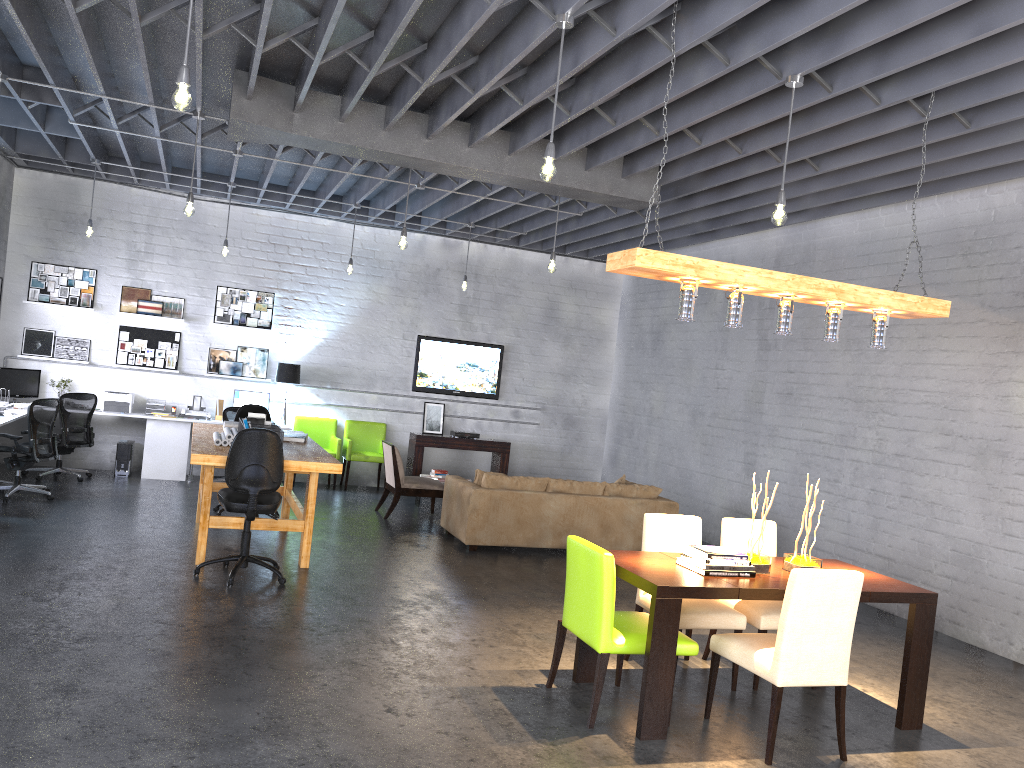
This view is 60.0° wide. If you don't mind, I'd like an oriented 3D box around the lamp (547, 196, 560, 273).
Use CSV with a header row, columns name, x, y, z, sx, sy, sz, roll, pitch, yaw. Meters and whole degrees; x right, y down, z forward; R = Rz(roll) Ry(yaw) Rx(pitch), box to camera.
name,x,y,z,sx,sy,sz,roll,pitch,yaw
lamp,0.431,-1.520,8.649,0.104,0.878,0.104,7,1,24

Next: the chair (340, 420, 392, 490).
name,x,y,z,sx,sy,sz,roll,pitch,yaw
chair,-2.027,0.993,12.296,0.611,0.921,0.515,6,1,-20

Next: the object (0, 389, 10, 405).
name,x,y,z,sx,sy,sz,roll,pitch,yaw
object,-5.866,0.153,10.009,0.324,0.208,0.232,6,1,-20

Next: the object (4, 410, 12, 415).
name,x,y,z,sx,sy,sz,roll,pitch,yaw
object,-5.202,0.300,9.162,0.062,0.049,0.078,7,1,41

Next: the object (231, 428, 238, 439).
name,x,y,z,sx,sy,sz,roll,pitch,yaw
object,-2.361,0.427,7.565,0.057,0.057,0.635,6,0,-20

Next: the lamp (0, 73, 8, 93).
name,x,y,z,sx,sy,sz,roll,pitch,yaw
lamp,-4.088,-2.007,7.022,0.104,0.878,0.104,6,1,-20

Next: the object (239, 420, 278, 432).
name,x,y,z,sx,sy,sz,roll,pitch,yaw
object,-2.301,0.432,8.043,0.317,0.156,0.306,6,0,-20

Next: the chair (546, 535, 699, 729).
name,x,y,z,sx,sy,sz,roll,pitch,yaw
chair,0.607,1.326,4.854,0.609,0.909,0.636,6,1,-20

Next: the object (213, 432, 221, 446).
name,x,y,z,sx,sy,sz,roll,pitch,yaw
object,-2.501,0.461,7.518,0.057,0.058,0.635,6,0,-20

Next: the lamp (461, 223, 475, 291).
name,x,y,z,sx,sy,sz,roll,pitch,yaw
lamp,-0.577,-1.641,11.499,0.104,0.878,0.104,7,1,24

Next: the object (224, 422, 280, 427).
name,x,y,z,sx,sy,sz,roll,pitch,yaw
object,-2.509,0.412,8.566,0.520,0.047,0.046,6,1,-20

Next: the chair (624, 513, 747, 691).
name,x,y,z,sx,sy,sz,roll,pitch,yaw
chair,1.089,1.339,5.532,0.491,0.959,0.615,6,1,-20

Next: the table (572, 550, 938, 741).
name,x,y,z,sx,sy,sz,roll,pitch,yaw
table,1.381,1.462,5.113,1.801,0.780,0.853,6,1,-20

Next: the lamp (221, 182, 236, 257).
name,x,y,z,sx,sy,sz,roll,pitch,yaw
lamp,-3.360,-1.940,10.498,0.104,0.878,0.104,6,1,-20

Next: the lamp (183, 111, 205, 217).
name,x,y,z,sx,sy,sz,roll,pitch,yaw
lamp,-2.700,-1.857,7.522,0.104,0.878,0.104,6,1,-20

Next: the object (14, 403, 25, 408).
name,x,y,z,sx,sy,sz,roll,pitch,yaw
object,-5.697,0.248,10.253,0.130,0.049,0.130,6,0,-3

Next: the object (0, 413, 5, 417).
name,x,y,z,sx,sy,sz,roll,pitch,yaw
object,-5.240,0.310,9.052,0.114,0.036,0.058,6,1,-30

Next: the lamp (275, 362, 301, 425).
name,x,y,z,sx,sy,sz,roll,pitch,yaw
lamp,-3.035,0.139,11.921,0.333,0.832,0.334,7,1,32

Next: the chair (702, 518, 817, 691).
name,x,y,z,sx,sy,sz,roll,pitch,yaw
chair,1.639,1.398,5.730,0.491,0.959,0.615,6,1,-20

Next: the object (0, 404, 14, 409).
name,x,y,z,sx,sy,sz,roll,pitch,yaw
object,-5.521,0.181,9.321,0.485,0.230,0.420,6,0,-20

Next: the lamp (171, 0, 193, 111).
name,x,y,z,sx,sy,sz,roll,pitch,yaw
lamp,-1.502,-1.714,4.136,0.104,0.878,0.104,6,1,-2

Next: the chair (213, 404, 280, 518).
name,x,y,z,sx,sy,sz,roll,pitch,yaw
chair,-2.705,0.808,9.247,0.659,1.165,0.686,6,1,-21

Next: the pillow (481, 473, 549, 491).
name,x,y,z,sx,sy,sz,roll,pitch,yaw
pillow,-0.012,1.116,9.086,0.705,0.402,0.290,6,1,-20

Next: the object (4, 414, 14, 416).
name,x,y,z,sx,sy,sz,roll,pitch,yaw
object,-5.210,0.323,9.156,0.119,0.016,0.119,6,0,-2

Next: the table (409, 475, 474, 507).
name,x,y,z,sx,sy,sz,roll,pitch,yaw
table,-0.880,1.432,11.733,0.873,0.300,0.872,6,0,-16

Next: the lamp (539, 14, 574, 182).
name,x,y,z,sx,sy,sz,roll,pitch,yaw
lamp,0.236,-1.527,4.761,0.104,0.878,0.104,6,1,-2

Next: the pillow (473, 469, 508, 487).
name,x,y,z,sx,sy,sz,roll,pitch,yaw
pillow,-0.213,1.093,9.239,0.523,0.403,0.319,6,1,0

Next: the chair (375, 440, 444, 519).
name,x,y,z,sx,sy,sz,roll,pitch,yaw
chair,-1.159,1.134,10.406,0.725,0.842,0.574,6,1,-20

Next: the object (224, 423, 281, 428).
name,x,y,z,sx,sy,sz,roll,pitch,yaw
object,-2.490,0.414,8.514,0.520,0.047,0.046,6,1,-22

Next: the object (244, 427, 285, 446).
name,x,y,z,sx,sy,sz,roll,pitch,yaw
object,-2.097,0.456,7.464,0.317,0.156,0.306,6,0,-20

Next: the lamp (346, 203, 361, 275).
name,x,y,z,sx,sy,sz,roll,pitch,yaw
lamp,-1.971,-1.791,10.998,0.104,0.878,0.104,6,1,-20

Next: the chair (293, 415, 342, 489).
name,x,y,z,sx,sy,sz,roll,pitch,yaw
chair,-2.678,0.923,12.062,0.611,0.921,0.515,6,1,-20

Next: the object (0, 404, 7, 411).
name,x,y,z,sx,sy,sz,roll,pitch,yaw
object,-5.765,0.236,9.689,0.392,0.064,0.259,6,0,-20

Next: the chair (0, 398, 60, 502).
name,x,y,z,sx,sy,sz,roll,pitch,yaw
chair,-4.970,0.629,8.963,0.753,1.032,0.731,6,1,-16

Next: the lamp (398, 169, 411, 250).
name,x,y,z,sx,sy,sz,roll,pitch,yaw
lamp,-0.963,-1.670,8.147,0.104,0.878,0.104,6,1,-20

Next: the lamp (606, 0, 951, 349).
name,x,y,z,sx,sy,sz,roll,pitch,yaw
lamp,1.654,-1.207,5.139,2.131,1.841,0.366,6,1,-20

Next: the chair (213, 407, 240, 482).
name,x,y,z,sx,sy,sz,roll,pitch,yaw
chair,-3.500,0.781,11.201,0.752,1.032,0.732,7,1,39

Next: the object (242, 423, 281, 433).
name,x,y,z,sx,sy,sz,roll,pitch,yaw
object,-2.199,0.444,7.754,0.317,0.156,0.306,6,0,-20

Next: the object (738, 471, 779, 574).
name,x,y,z,sx,sy,sz,roll,pitch,yaw
object,1.400,0.779,5.055,0.156,0.583,0.184,6,1,-20

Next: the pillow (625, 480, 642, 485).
name,x,y,z,sx,sy,sz,roll,pitch,yaw
pillow,1.299,1.275,9.935,0.238,0.375,0.748,6,1,-20

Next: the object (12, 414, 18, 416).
name,x,y,z,sx,sy,sz,roll,pitch,yaw
object,-5.176,0.322,9.246,0.025,0.021,0.119,6,0,7

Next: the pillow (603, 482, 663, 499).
name,x,y,z,sx,sy,sz,roll,pitch,yaw
pillow,1.234,1.250,9.527,0.663,0.386,0.308,6,1,-18

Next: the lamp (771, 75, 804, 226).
name,x,y,z,sx,sy,sz,roll,pitch,yaw
lamp,1.629,-1.377,5.263,0.104,0.878,0.104,6,1,1

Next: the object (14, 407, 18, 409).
name,x,y,z,sx,sy,sz,roll,pitch,yaw
object,-5.635,0.274,10.075,0.057,0.013,0.013,6,1,-28

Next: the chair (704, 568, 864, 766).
name,x,y,z,sx,sy,sz,roll,pitch,yaw
chair,1.412,1.377,4.619,0.491,0.959,0.615,6,1,-20

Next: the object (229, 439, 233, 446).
name,x,y,z,sx,sy,sz,roll,pitch,yaw
object,-2.394,0.473,7.556,0.057,0.058,0.635,6,0,-20

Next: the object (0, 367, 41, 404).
name,x,y,z,sx,sy,sz,roll,pitch,yaw
object,-6.006,0.023,10.759,0.147,0.427,0.560,7,1,17

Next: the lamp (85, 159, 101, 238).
name,x,y,z,sx,sy,sz,roll,pitch,yaw
lamp,-4.732,-2.088,10.004,0.104,0.878,0.104,6,1,-20

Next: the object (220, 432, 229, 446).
name,x,y,z,sx,sy,sz,roll,pitch,yaw
object,-2.447,0.468,7.537,0.058,0.057,0.635,6,0,-20

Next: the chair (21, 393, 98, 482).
name,x,y,z,sx,sy,sz,roll,pitch,yaw
chair,-5.292,0.589,10.393,0.752,1.032,0.732,6,1,4

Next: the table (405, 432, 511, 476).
name,x,y,z,sx,sy,sz,roll,pitch,yaw
table,-0.785,1.177,12.808,1.411,0.820,0.403,6,1,-20

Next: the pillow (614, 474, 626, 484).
name,x,y,z,sx,sy,sz,roll,pitch,yaw
pillow,1.112,1.212,9.827,0.243,0.423,0.550,7,1,21

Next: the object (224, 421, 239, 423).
name,x,y,z,sx,sy,sz,roll,pitch,yaw
object,-2.540,0.408,8.653,0.520,0.047,0.046,6,1,-20

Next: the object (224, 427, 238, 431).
name,x,y,z,sx,sy,sz,roll,pitch,yaw
object,-2.490,0.455,8.501,0.520,0.047,0.047,6,1,-20

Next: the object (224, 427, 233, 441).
name,x,y,z,sx,sy,sz,roll,pitch,yaw
object,-2.415,0.422,7.546,0.057,0.057,0.635,6,0,-20

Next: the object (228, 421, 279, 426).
name,x,y,z,sx,sy,sz,roll,pitch,yaw
object,-2.555,0.407,8.698,0.520,0.047,0.046,6,1,-20

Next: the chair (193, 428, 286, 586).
name,x,y,z,sx,sy,sz,roll,pitch,yaw
chair,-2.029,0.891,6.769,0.659,1.165,0.686,6,1,-21

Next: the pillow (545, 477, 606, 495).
name,x,y,z,sx,sy,sz,roll,pitch,yaw
pillow,0.621,1.184,9.314,0.667,0.402,0.290,6,1,-20

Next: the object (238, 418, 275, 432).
name,x,y,z,sx,sy,sz,roll,pitch,yaw
object,-2.404,0.420,8.333,0.317,0.156,0.306,6,0,-20
